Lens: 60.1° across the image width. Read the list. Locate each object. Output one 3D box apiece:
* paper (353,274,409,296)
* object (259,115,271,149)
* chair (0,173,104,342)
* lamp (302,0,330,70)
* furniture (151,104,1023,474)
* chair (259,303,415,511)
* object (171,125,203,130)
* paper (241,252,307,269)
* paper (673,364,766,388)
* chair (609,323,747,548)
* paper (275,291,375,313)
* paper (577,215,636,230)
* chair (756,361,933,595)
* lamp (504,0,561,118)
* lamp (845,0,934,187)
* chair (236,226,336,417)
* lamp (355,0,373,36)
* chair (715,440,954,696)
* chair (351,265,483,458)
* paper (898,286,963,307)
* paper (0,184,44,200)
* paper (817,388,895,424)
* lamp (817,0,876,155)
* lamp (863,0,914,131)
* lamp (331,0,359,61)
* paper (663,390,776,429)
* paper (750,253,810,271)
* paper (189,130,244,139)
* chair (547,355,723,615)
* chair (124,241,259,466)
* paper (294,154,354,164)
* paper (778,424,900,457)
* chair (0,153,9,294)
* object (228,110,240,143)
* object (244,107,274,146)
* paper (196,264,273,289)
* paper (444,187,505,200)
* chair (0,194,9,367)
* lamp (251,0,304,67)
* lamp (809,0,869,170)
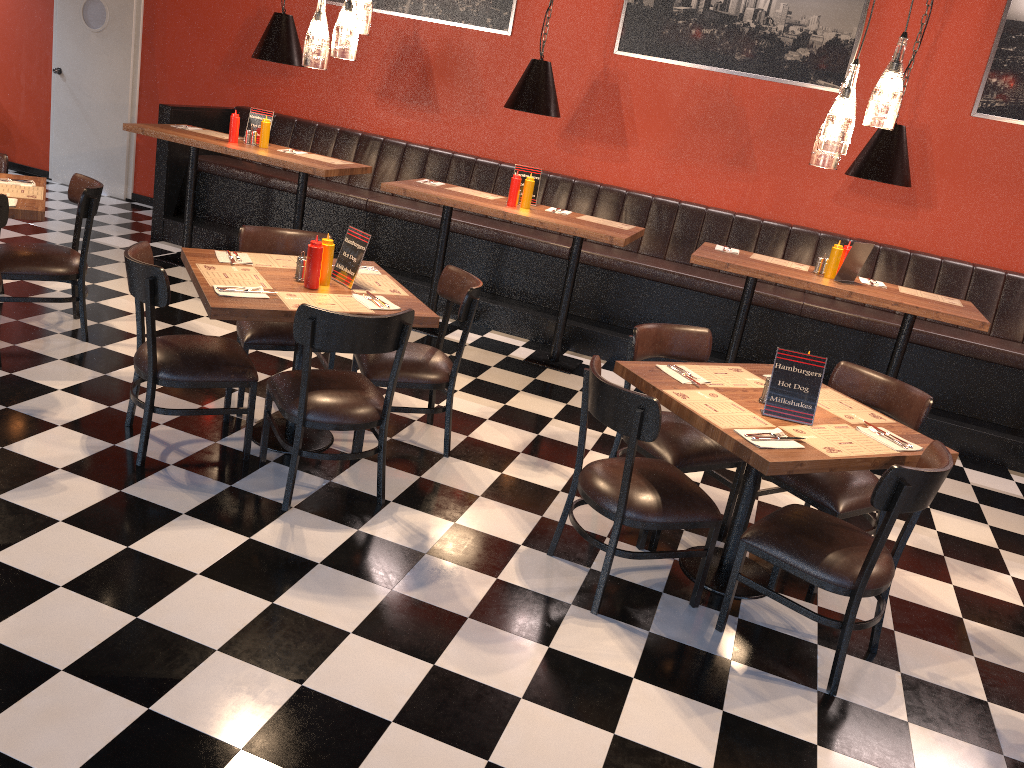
[{"bbox_3d":[-0.670,-0.479,4.220,0.261,0.001,0.370,1,21,-27],"label":"paper"},{"bbox_3d":[-1.826,-1.867,6.554,0.068,0.235,0.069,8,17,-9],"label":"object"},{"bbox_3d":[-2.580,-0.714,4.906,0.544,0.857,0.492,-1,21,-33],"label":"chair"},{"bbox_3d":[-0.661,-2.249,3.465,0.109,1.942,0.109,19,19,26],"label":"lamp"},{"bbox_3d":[1.296,-0.745,6.675,8.782,1.136,1.114,16,18,15],"label":"furniture"},{"bbox_3d":[-0.745,0.037,3.729,0.486,0.857,0.551,1,20,-28],"label":"chair"},{"bbox_3d":[-2.541,-1.999,6.886,0.158,0.019,0.257,15,19,12],"label":"object"},{"bbox_3d":[-1.107,-0.597,4.323,0.365,0.001,0.264,0,22,-29],"label":"paper"},{"bbox_3d":[0.913,-0.033,3.789,0.365,0.001,0.264,1,21,-26],"label":"paper"},{"bbox_3d":[0.745,0.206,4.051,0.486,0.857,0.551,-1,21,-33],"label":"chair"},{"bbox_3d":[-0.798,-0.349,3.773,0.365,0.001,0.264,0,22,-29],"label":"paper"},{"bbox_3d":[0.644,-1.105,6.055,0.366,0.001,0.263,17,20,17],"label":"paper"},{"bbox_3d":[1.423,0.384,3.905,0.545,0.857,0.492,-2,21,-35],"label":"chair"},{"bbox_3d":[0.313,-2.740,5.551,0.382,2.019,0.386,0,20,-31],"label":"lamp"},{"bbox_3d":[2.352,-2.158,4.974,0.382,2.019,0.386,0,20,-31],"label":"lamp"},{"bbox_3d":[-1.178,-0.333,4.567,0.486,0.857,0.552,2,19,-25],"label":"chair"},{"bbox_3d":[-0.490,-2.418,3.522,0.108,1.942,0.110,7,17,-12],"label":"lamp"},{"bbox_3d":[1.177,0.576,3.213,0.549,0.857,0.488,24,22,37],"label":"chair"},{"bbox_3d":[-0.482,-0.132,4.364,0.544,0.857,0.493,4,18,-19],"label":"chair"},{"bbox_3d":[2.592,-0.546,5.497,0.366,0.001,0.263,17,20,17],"label":"paper"},{"bbox_3d":[-2.660,-1.036,4.749,0.261,0.001,0.370,0,21,-28],"label":"paper"},{"bbox_3d":[1.364,0.088,3.684,0.261,0.001,0.370,0,21,-29],"label":"paper"},{"bbox_3d":[1.318,-1.743,2.897,0.108,1.942,0.110,10,17,-2],"label":"lamp"},{"bbox_3d":[1.465,-1.819,2.850,0.108,1.942,0.110,2,19,-26],"label":"lamp"},{"bbox_3d":[-0.532,-2.275,3.429,0.108,1.942,0.110,1,19,-31],"label":"lamp"},{"bbox_3d":[0.779,0.091,3.357,0.261,0.001,0.370,0,21,-28],"label":"paper"},{"bbox_3d":[1.735,-0.790,5.737,0.366,0.001,0.263,17,20,17],"label":"paper"},{"bbox_3d":[-2.286,-1.931,6.852,0.366,0.001,0.263,17,20,17],"label":"paper"},{"bbox_3d":[0.482,0.376,3.416,0.544,0.857,0.493,3,19,-24],"label":"chair"},{"bbox_3d":[-1.424,-0.141,3.875,0.544,0.857,0.492,0,20,-31],"label":"chair"},{"bbox_3d":[-1.394,-1.673,6.592,0.366,0.001,0.263,17,20,17],"label":"paper"},{"bbox_3d":[1.202,0.204,3.258,0.365,0.001,0.264,0,22,-29],"label":"paper"},{"bbox_3d":[-3.226,-0.909,5.119,0.486,0.857,0.552,5,18,-17],"label":"chair"},{"bbox_3d":[-2.045,-1.899,6.529,0.068,0.235,0.069,8,17,-9],"label":"object"},{"bbox_3d":[-1.920,-1.953,6.723,0.188,0.254,0.073,13,17,7],"label":"object"},{"bbox_3d":[-1.228,-0.475,3.905,0.261,0.001,0.370,0,22,-29],"label":"paper"},{"bbox_3d":[-0.263,-1.356,6.288,0.366,0.001,0.263,17,20,17],"label":"paper"},{"bbox_3d":[-2.761,-0.554,4.343,0.486,0.857,0.551,-1,21,-33],"label":"chair"},{"bbox_3d":[-1.491,-3.255,6.060,0.382,2.019,0.386,0,20,-31],"label":"lamp"},{"bbox_3d":[1.334,-1.723,3.030,0.109,1.942,0.109,19,19,26],"label":"lamp"}]
